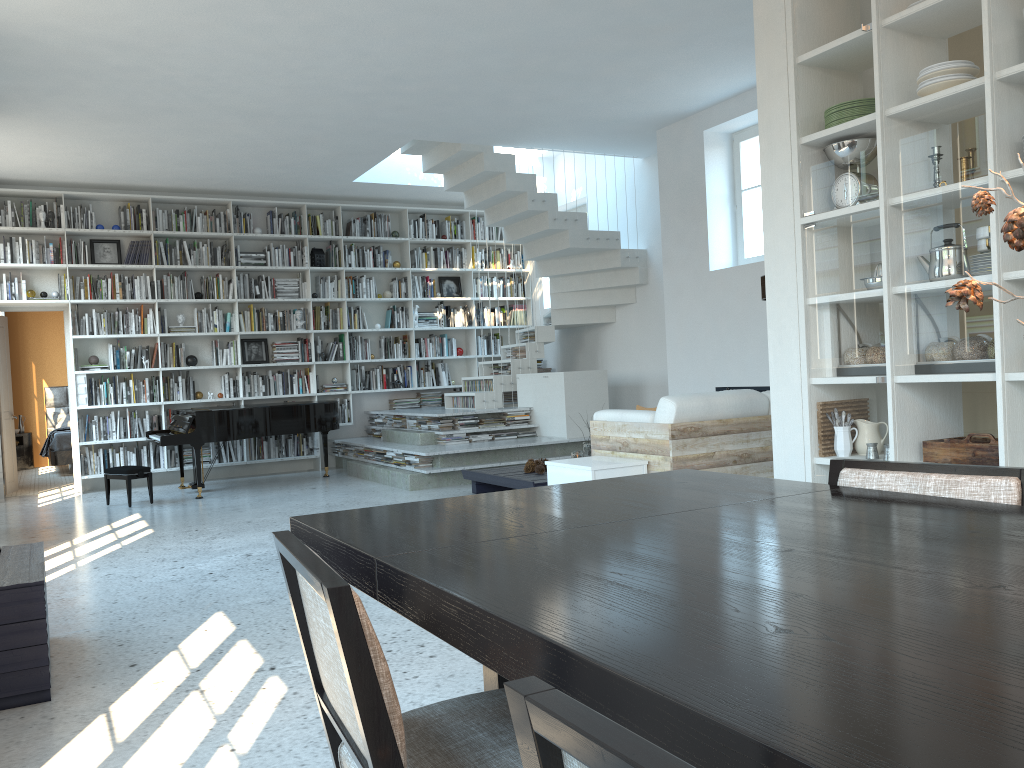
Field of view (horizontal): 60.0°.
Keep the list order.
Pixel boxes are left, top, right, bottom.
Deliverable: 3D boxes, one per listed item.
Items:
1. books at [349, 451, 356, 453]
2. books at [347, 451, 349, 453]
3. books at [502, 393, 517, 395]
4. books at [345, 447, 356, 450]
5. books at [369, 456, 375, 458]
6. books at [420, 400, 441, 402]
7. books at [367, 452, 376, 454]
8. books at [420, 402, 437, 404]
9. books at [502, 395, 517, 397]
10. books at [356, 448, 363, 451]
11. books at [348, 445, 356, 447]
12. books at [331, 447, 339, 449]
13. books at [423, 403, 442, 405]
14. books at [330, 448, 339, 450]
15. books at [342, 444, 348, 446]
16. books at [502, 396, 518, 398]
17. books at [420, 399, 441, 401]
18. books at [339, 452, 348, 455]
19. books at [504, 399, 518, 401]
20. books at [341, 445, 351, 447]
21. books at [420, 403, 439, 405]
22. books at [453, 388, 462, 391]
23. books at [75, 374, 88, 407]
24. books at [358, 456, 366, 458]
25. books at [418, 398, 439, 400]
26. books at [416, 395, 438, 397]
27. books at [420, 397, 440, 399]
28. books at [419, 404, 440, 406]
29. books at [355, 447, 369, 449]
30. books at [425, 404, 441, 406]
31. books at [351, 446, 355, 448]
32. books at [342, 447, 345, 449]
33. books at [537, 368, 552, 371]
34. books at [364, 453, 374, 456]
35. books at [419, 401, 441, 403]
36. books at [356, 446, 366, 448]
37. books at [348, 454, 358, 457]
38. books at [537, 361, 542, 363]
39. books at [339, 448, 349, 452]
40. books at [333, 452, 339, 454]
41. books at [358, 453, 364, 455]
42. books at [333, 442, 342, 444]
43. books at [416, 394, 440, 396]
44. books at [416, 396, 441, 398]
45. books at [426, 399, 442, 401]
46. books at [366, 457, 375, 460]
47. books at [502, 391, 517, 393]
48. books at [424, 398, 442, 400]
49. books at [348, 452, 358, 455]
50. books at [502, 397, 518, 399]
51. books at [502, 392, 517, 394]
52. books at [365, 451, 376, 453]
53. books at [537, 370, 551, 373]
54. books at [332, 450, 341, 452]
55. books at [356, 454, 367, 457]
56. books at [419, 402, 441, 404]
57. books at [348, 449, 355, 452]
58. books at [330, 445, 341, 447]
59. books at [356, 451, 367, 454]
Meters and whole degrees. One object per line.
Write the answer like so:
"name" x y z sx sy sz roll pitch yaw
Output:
"books" -1.728 0.767 10.040 0.149 0.007 0.300 -3 1 -28
"books" -1.878 0.781 10.309 0.147 0.012 0.206 -3 1 -33
"books" -0.028 0.132 11.768 0.367 0.007 0.205 -3 1 -20
"books" -1.748 0.725 10.029 0.180 0.015 0.294 -3 1 -30
"books" -1.430 0.776 9.494 0.132 0.009 0.269 -3 1 -27
"books" -1.052 0.214 11.224 0.254 0.007 0.161 -3 1 -27
"books" -1.443 0.728 9.488 0.155 0.009 0.297 -3 1 -27
"books" -1.049 0.235 11.223 0.285 0.007 0.159 -3 1 -26
"books" -0.025 0.154 11.763 0.367 0.007 0.205 -3 1 -24
"books" -1.607 0.713 9.752 0.182 0.016 0.199 -3 1 -23
"books" -1.741 0.695 10.034 0.159 0.006 0.285 -3 1 -26
"books" -2.029 0.755 10.561 0.187 0.009 0.211 -3 1 -29
"books" -1.048 0.256 11.218 0.285 0.007 0.159 -3 1 -32
"books" -2.030 0.766 10.560 0.177 0.012 0.278 -3 1 -32
"books" -1.871 0.707 10.313 0.135 0.014 0.297 -3 1 -27
"books" -0.026 0.169 11.769 0.367 0.007 0.205 -3 1 -26
"books" -1.052 0.201 11.223 0.254 0.007 0.161 -3 1 -27
"books" -1.888 0.802 10.304 0.189 0.030 0.237 -3 1 -28
"books" -0.023 0.208 11.767 0.327 0.008 0.207 -3 1 -25
"books" -1.875 0.717 10.311 0.126 0.005 0.290 -3 1 -33
"books" -1.045 0.249 11.217 0.285 0.007 0.159 -3 1 -23
"books" -0.609 0.067 11.413 0.204 0.036 0.267 -3 1 -27
"books" -4.532 0.066 9.323 0.106 0.340 0.307 -4 1 -28
"books" -1.588 0.800 9.762 0.157 0.014 0.180 -3 1 -31
"books" -1.054 0.187 11.226 0.285 0.007 0.159 -3 1 -28
"books" -1.054 0.148 11.215 0.285 0.005 0.159 -3 1 -32
"books" -1.055 0.175 11.220 0.285 0.005 0.159 -3 1 -30
"books" -1.051 0.262 11.224 0.254 0.007 0.161 -3 1 -27
"books" -1.601 0.697 9.755 0.171 0.015 0.253 -3 1 -31
"books" -1.051 0.269 11.226 0.254 0.007 0.161 -3 1 -28
"books" -1.729 0.707 10.040 0.130 0.018 0.255 -3 1 -25
"books" -1.872 0.737 10.312 0.143 0.019 0.230 -3 1 -27
"books" 0.351 -0.184 11.246 0.267 0.026 0.161 -3 1 -23
"books" -1.454 0.752 9.482 0.182 0.013 0.287 -3 1 -27
"books" -1.048 0.228 11.218 0.254 0.007 0.161 -3 1 -32
"books" -1.599 0.684 9.756 0.174 0.011 0.227 -3 1 -29
"books" -1.744 0.799 10.031 0.177 0.026 0.230 -3 1 -25
"books" 0.253 -0.277 11.430 0.232 0.025 0.123 -3 1 -31
"books" -1.897 0.762 10.299 0.191 0.028 0.212 -3 1 -24
"books" -2.017 0.812 10.567 0.171 0.016 0.241 -3 1 -28
"books" -1.589 0.767 9.761 0.164 0.012 0.205 -3 1 -28
"books" -2.021 0.699 10.566 0.158 0.014 0.234 -3 1 -30
"books" -1.053 0.137 11.218 0.285 0.005 0.159 -3 1 -31
"books" -1.057 0.164 11.222 0.285 0.005 0.159 -3 1 -27
"books" -1.048 0.207 11.215 0.285 0.007 0.159 -3 1 -33
"books" -1.450 0.791 9.484 0.161 0.008 0.254 -3 1 -23
"books" -0.029 0.101 11.768 0.327 0.008 0.207 -3 1 -26
"books" -1.053 0.194 11.224 0.285 0.007 0.159 -3 1 -27
"books" -1.739 0.778 10.034 0.172 0.014 0.221 -3 1 -27
"books" -0.024 0.184 11.767 0.327 0.008 0.207 -3 1 -25
"books" -0.025 0.116 11.760 0.327 0.008 0.207 -3 1 -23
"books" -1.448 0.719 9.485 0.169 0.009 0.241 -3 1 -28
"books" 0.355 -0.159 11.242 0.233 0.025 0.157 -3 1 -32
"books" -2.028 0.791 10.562 0.179 0.012 0.261 -3 1 -25
"books" -1.592 0.779 9.759 0.159 0.012 0.292 -3 1 -31
"books" -1.047 0.242 11.219 0.254 0.007 0.161 -3 1 -32
"books" -1.745 0.742 10.031 0.171 0.020 0.193 -3 1 -24
"books" -2.037 0.731 10.557 0.191 0.013 0.243 -3 1 -32
"books" -1.595 0.748 9.758 0.159 0.011 0.246 -3 1 -32
